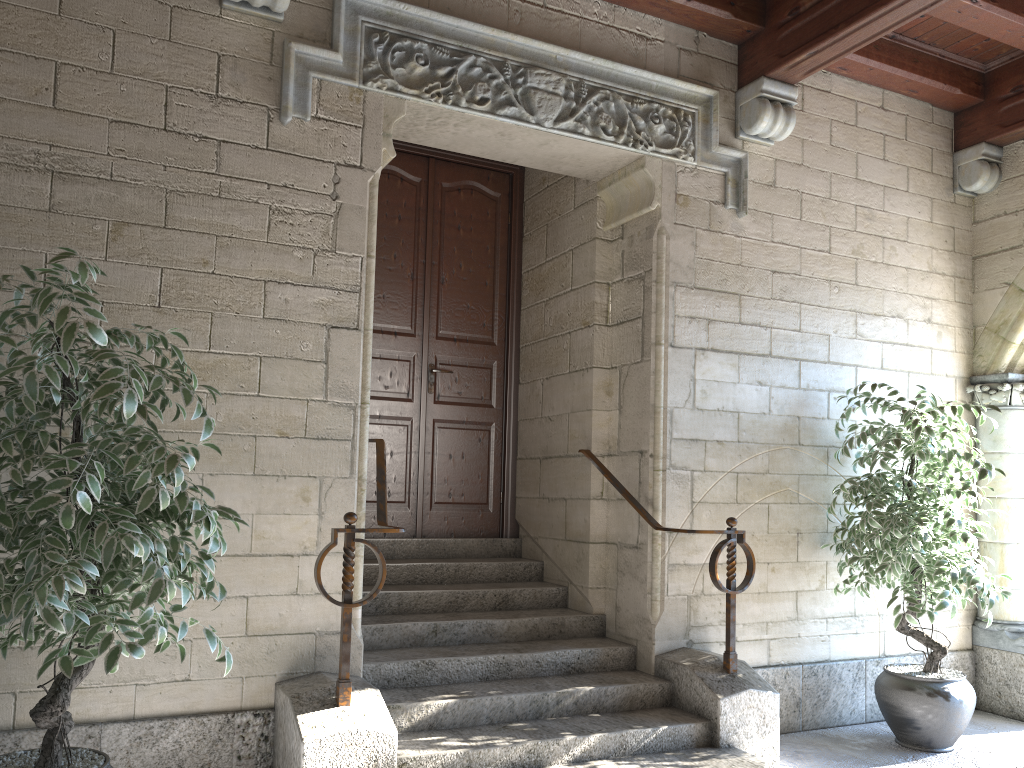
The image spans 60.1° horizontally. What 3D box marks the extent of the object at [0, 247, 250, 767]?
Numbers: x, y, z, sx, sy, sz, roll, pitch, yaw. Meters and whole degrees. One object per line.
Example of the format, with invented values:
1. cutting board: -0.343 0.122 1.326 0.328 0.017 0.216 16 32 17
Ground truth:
1. object: -1.129 0.502 2.275 0.751 1.612 0.790 1 -5 5

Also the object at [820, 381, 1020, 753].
1. object: 1.781 0.778 3.932 0.752 1.612 0.788 4 -5 -30

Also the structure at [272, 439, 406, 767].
1. structure: -0.606 0.803 3.190 0.477 1.257 0.890 4 -5 -26

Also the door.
1. door: -0.474 -0.238 4.681 1.138 2.113 0.227 4 -5 -26

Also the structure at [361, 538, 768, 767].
1. structure: -0.237 1.136 3.984 1.463 0.806 2.581 5 -7 -26

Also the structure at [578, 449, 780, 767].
1. structure: 0.657 0.912 3.811 0.474 1.257 0.890 4 -5 -26
